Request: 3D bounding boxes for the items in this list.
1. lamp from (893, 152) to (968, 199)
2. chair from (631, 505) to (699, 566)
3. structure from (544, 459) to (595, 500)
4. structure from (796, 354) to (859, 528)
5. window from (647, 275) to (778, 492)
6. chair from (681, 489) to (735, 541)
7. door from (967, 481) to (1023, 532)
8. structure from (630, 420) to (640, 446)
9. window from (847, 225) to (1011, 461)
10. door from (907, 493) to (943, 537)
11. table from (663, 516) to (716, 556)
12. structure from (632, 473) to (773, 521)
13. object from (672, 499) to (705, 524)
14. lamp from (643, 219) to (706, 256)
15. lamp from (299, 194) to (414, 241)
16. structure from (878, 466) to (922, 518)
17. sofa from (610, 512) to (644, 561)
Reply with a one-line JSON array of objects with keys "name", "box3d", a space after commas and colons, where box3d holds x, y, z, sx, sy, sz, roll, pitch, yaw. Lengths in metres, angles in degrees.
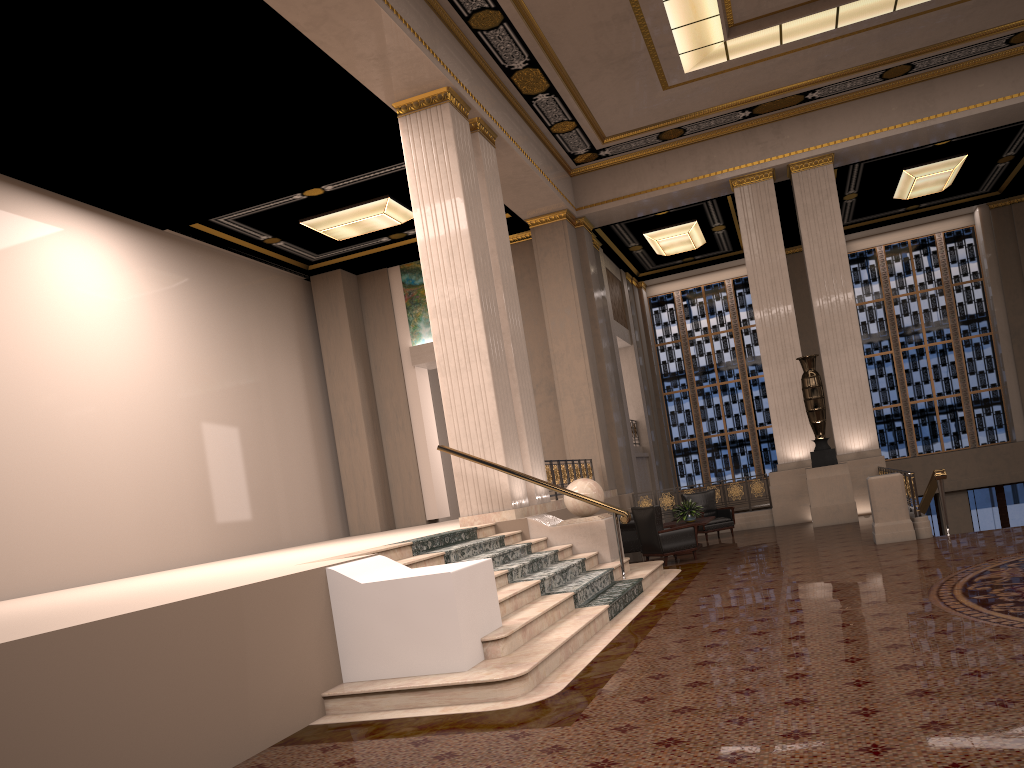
[{"name": "lamp", "box3d": [8.647, -4.232, 18.290, 1.174, 0.213, 2.019, -11, -8, 17]}, {"name": "chair", "box3d": [2.130, 2.071, 12.234, 0.713, 0.842, 0.654, -8, -4, -22]}, {"name": "structure", "box3d": [0.927, 1.542, 14.355, 0.032, 0.621, 3.699, -9, -7, 17]}, {"name": "structure", "box3d": [5.111, 0.918, 14.547, 0.704, 2.783, 0.698, -9, -1, 18]}, {"name": "window", "box3d": [5.488, 0.007, 23.446, 3.004, 5.348, 0.069, -10, -1, 18]}, {"name": "chair", "box3d": [3.411, 2.263, 15.265, 0.644, 0.842, 0.724, -8, -4, -17]}, {"name": "door", "box3d": [11.826, 3.714, 21.033, 1.500, 2.719, 0.154, -10, -1, 18]}, {"name": "structure", "box3d": [2.746, 1.145, 20.519, 0.031, 0.665, 2.158, -9, -7, 17]}, {"name": "window", "box3d": [10.276, -0.952, 21.858, 3.004, 5.348, 0.069, -10, -1, 18]}, {"name": "door", "box3d": [9.867, 4.106, 21.683, 1.500, 2.719, 0.154, -10, -1, 18]}, {"name": "table", "box3d": [2.715, 2.376, 13.732, 0.843, 0.434, 1.477, -11, -7, 17]}, {"name": "structure", "box3d": [3.543, 2.199, 16.562, 2.550, 0.653, 0.032, -11, -2, 18]}, {"name": "object", "box3d": [2.710, 1.947, 13.598, 0.521, 0.375, 0.508, -5, -7, -40]}, {"name": "lamp", "box3d": [3.713, -3.244, 19.926, 1.174, 0.213, 2.019, -11, -8, 17]}, {"name": "lamp", "box3d": [-2.652, -2.832, 15.381, 1.726, 0.213, 1.169, -11, -7, 18]}, {"name": "structure", "box3d": [5.594, 1.504, 12.842, 0.080, 0.534, 4.942, -9, -7, 18]}, {"name": "sofa", "box3d": [1.834, 2.417, 14.023, 0.880, 0.703, 1.925, -10, -7, 17]}]
